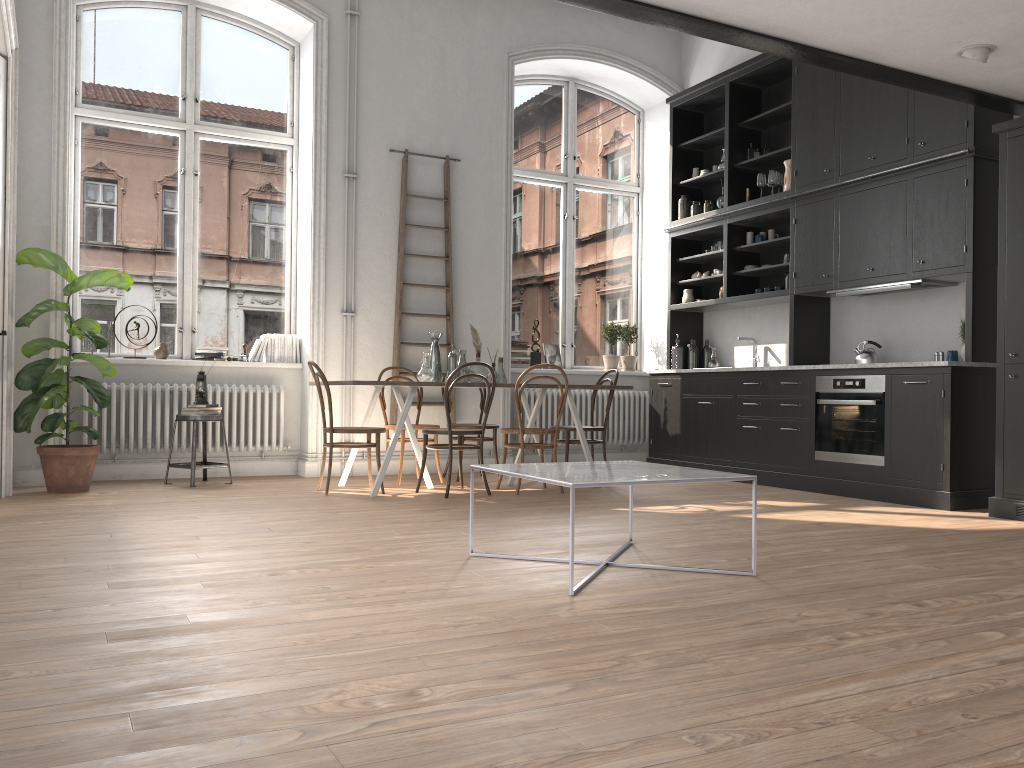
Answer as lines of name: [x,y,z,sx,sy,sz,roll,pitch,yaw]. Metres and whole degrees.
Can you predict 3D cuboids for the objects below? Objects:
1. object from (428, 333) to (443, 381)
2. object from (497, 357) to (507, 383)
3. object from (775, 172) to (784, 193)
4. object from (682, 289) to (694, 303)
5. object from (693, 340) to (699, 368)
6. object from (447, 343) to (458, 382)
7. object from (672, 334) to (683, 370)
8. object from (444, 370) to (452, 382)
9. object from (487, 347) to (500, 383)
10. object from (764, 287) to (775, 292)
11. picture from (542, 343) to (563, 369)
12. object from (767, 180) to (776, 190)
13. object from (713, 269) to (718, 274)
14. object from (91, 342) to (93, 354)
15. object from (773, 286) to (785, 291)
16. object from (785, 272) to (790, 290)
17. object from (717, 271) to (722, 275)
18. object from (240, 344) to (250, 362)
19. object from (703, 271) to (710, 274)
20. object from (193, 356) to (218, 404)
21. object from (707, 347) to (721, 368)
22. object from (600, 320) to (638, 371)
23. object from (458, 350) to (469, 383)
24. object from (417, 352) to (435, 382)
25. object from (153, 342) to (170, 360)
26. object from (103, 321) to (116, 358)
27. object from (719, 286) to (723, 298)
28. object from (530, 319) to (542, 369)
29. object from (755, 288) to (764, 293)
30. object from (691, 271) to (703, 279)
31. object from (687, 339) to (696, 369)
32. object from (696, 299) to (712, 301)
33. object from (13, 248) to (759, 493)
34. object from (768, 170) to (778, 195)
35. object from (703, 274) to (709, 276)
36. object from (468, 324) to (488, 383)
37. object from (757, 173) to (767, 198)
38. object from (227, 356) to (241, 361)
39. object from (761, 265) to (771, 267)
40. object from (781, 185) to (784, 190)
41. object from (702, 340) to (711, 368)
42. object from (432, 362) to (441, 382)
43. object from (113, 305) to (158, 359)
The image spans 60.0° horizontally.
object: [-0.586,-0.197,6.756,0.116,0.383,0.116,1,0,-16]
object: [-0.088,-0.103,6.962,0.101,0.212,0.101,1,0,12]
object: [2.256,-1.671,7.489,0.083,0.221,0.083,1,0,-28]
object: [1.684,-0.828,8.457,0.115,0.144,0.127,0,-1,41]
object: [1.762,-0.275,8.565,0.086,0.301,0.086,1,0,-13]
object: [-0.448,-0.155,6.701,0.086,0.301,0.086,1,0,-42]
object: [1.579,-0.305,8.454,0.109,0.349,0.109,1,0,44]
object: [-0.476,-0.053,6.580,0.058,0.094,0.058,1,0,1]
object: [-0.142,-0.140,6.849,0.107,0.283,0.107,1,0,-32]
object: [2.167,-0.790,7.467,0.104,0.059,0.088,0,-1,41]
picture: [0.377,-0.267,8.788,0.221,0.264,0.149,1,0,-44]
object: [2.218,-1.670,7.562,0.083,0.221,0.083,1,0,-35]
object: [1.886,-1.034,8.200,0.039,0.055,0.049,1,0,-7]
object: [-3.257,-0.345,6.882,0.095,0.289,0.095,1,0,4]
object: [2.232,-0.791,7.388,0.104,0.059,0.088,1,-1,-19]
object: [2.312,-0.857,7.285,0.124,0.192,0.129,1,0,0]
object: [1.897,-1.010,8.132,0.049,0.054,0.039,1,0,-2]
object: [-2.210,-0.258,7.338,0.088,0.153,0.048,1,0,33]
object: [1.825,-1.036,8.335,0.055,0.047,0.058,1,0,-12]
object: [-2.338,-0.037,6.747,0.154,0.383,0.163,1,0,36]
object: [1.907,-0.236,8.378,0.132,0.219,0.120,1,0,-27]
object: [1.104,-0.391,9.121,0.500,0.524,0.234,1,0,-38]
object: [-0.381,-0.129,6.818,0.100,0.255,0.098,1,0,39]
object: [-0.628,-0.119,6.465,0.132,0.219,0.132,1,0,-38]
object: [-2.795,-0.264,7.075,0.102,0.142,0.100,0,0,37]
object: [-3.127,-0.343,6.885,0.095,0.289,0.095,1,0,-5]
object: [1.905,-0.820,7.995,0.069,0.123,0.173,1,-1,5]
object: [0.230,-0.389,8.665,0.122,0.488,0.102,1,0,-3]
object: [2.123,-0.790,7.571,0.088,0.059,0.104,1,-1,-39]
object: [1.778,-1.030,8.488,0.125,0.100,0.140,0,-1,44]
object: [1.713,-0.277,8.451,0.086,0.301,0.086,1,0,-42]
object: [1.818,-0.773,8.349,0.180,0.037,0.180,1,-1,-42]
object: [-0.665,-0.145,7.022,5.827,1.842,0.792,1,0,-22]
object: [2.181,-1.673,7.414,0.083,0.221,0.083,1,0,19]
object: [1.824,-1.016,8.335,0.055,0.033,0.058,0,-1,37]
object: [-0.255,-0.225,6.702,0.157,0.446,0.157,1,0,-9]
object: [2.119,-1.672,7.529,0.083,0.221,0.083,1,0,4]
object: [-2.313,-0.208,7.348,0.088,0.048,0.153,1,-1,12]
object: [2.237,-1.010,7.747,0.123,0.036,0.123,1,-1,-40]
object: [2.344,-1.668,7.593,0.083,0.221,0.083,1,0,4]
object: [1.868,-0.275,8.500,0.086,0.301,0.086,1,0,18]
object: [-0.573,-0.085,6.636,0.083,0.158,0.083,1,0,-32]
object: [-2.966,-0.408,6.990,0.347,0.425,0.087,1,0,5]
